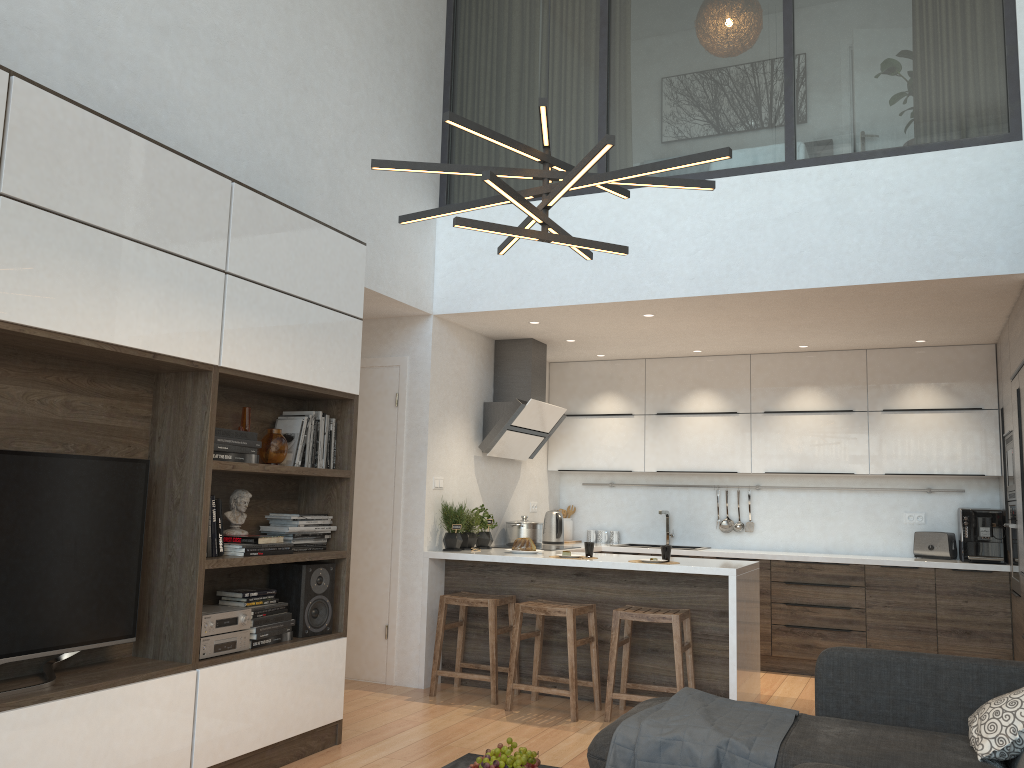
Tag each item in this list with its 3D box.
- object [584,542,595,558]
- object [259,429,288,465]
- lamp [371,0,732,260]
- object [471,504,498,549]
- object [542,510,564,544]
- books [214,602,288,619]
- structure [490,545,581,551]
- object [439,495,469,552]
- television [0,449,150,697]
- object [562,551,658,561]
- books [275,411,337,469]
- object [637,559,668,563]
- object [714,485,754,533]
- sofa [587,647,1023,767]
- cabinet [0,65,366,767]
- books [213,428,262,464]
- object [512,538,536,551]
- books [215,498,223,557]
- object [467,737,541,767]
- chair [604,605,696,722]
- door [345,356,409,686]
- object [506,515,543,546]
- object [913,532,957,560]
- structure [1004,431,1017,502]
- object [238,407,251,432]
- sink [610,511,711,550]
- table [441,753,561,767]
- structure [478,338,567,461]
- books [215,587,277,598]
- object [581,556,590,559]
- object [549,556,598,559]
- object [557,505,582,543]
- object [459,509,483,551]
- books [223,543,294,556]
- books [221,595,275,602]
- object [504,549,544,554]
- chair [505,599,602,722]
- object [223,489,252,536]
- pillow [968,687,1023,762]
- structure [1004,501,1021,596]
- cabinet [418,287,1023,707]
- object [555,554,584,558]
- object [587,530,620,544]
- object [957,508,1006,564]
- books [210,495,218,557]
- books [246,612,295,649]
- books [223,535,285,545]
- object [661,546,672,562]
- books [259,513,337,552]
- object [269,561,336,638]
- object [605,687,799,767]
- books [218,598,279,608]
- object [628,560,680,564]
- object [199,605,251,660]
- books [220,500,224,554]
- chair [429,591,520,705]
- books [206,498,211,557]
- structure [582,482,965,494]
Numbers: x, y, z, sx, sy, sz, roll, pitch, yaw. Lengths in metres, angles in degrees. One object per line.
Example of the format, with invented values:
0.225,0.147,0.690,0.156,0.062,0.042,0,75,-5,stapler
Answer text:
0.481,1.032,5.520,0.066,0.093,0.066,6,-9,-30,object
-1.103,0.294,4.102,0.130,0.171,0.130,5,-8,-26,object
0.150,-2.250,2.991,1.200,3.645,0.831,-4,-9,34,lamp
-0.208,0.998,6.219,0.179,0.311,0.172,-4,-9,35,object
0.337,1.170,7.251,0.179,0.270,0.220,0,-8,12,object
-1.178,1.012,3.987,0.224,0.042,0.277,-1,-8,20,books
0.151,1.208,6.570,0.550,0.006,0.609,-2,-8,24,structure
-0.385,0.916,5.853,0.186,0.367,0.196,-2,-8,24,object
-1.703,0.605,2.898,0.229,0.779,1.220,-2,-8,24,television
0.582,1.034,5.327,0.597,0.039,0.064,-1,-8,21,object
-1.044,0.276,4.374,0.201,0.287,0.332,-2,-8,24,books
0.825,1.039,5.207,0.176,0.014,0.176,-3,-9,29,object
1.810,1.023,7.239,0.320,0.389,0.069,-2,-8,25,object
0.606,0.991,2.113,2.108,0.995,3.169,-2,-8,25,sofa
-1.758,0.245,2.693,0.338,2.494,4.036,-2,-8,24,cabinet
-1.289,0.267,3.801,0.277,0.137,0.343,-1,-8,19,books
0.077,1.061,5.832,0.155,0.101,0.161,-1,-8,20,object
-1.300,0.603,3.742,0.177,0.242,0.066,-2,-8,24,books
-0.040,1.101,2.564,0.256,0.173,0.279,-1,-8,22,object
0.785,1.572,4.975,0.450,0.600,0.350,-1,-8,22,chair
-1.163,0.887,5.993,0.974,2.136,0.085,-2,-8,24,door
0.093,1.116,6.759,0.315,0.223,0.288,5,-8,-24,object
3.108,1.185,6.520,0.260,0.195,0.177,-6,-11,44,object
3.409,0.532,5.603,0.459,0.430,0.595,-2,-8,24,structure
-1.227,0.236,4.042,0.082,0.265,0.081,9,-10,-44,object
1.207,1.287,7.179,0.706,0.518,0.512,-2,-8,24,sink
0.025,1.341,2.493,0.700,0.323,0.700,-2,-8,24,table
0.104,0.068,6.761,0.407,0.998,0.898,-2,-8,24,structure
-1.199,0.942,4.006,0.161,0.023,0.213,-2,-9,28,books
0.447,1.057,5.399,0.025,0.011,0.126,-2,-9,28,object
0.380,1.073,5.486,0.305,0.002,0.305,2,-8,-6,object
0.448,1.204,7.666,0.221,0.316,0.330,-2,-8,24,object
-0.295,0.986,6.043,0.221,0.283,0.211,-4,-9,37,object
-1.169,0.730,3.942,0.250,0.047,0.310,-3,-9,30,books
-1.187,0.960,3.995,0.142,0.015,0.198,-2,-8,23,books
0.081,1.098,5.813,0.261,0.021,0.261,-1,-8,19,object
0.247,1.578,5.131,0.450,0.600,0.350,-3,-9,29,chair
-1.244,0.577,4.003,0.117,0.207,0.116,5,-8,-25,object
1.200,0.929,1.969,0.386,0.364,2.734,-2,-9,28,pillow
3.379,1.028,5.545,0.495,0.570,0.595,-2,-8,24,structure
1.527,0.833,6.107,3.495,2.401,2.401,-2,-8,24,cabinet
0.353,1.060,5.459,0.176,0.014,0.176,0,-8,14,object
0.782,1.315,7.631,0.297,0.105,0.112,-2,-8,26,object
3.320,1.068,6.274,0.274,0.378,0.532,-2,-8,24,object
-1.320,0.593,3.719,0.193,0.255,0.066,-2,-8,24,books
-1.160,1.094,3.973,0.248,0.123,0.307,-1,-8,19,books
-1.190,0.694,3.966,0.266,0.030,0.209,-1,-8,18,books
0.919,1.013,5.289,0.066,0.093,0.066,2,-8,-2,object
-1.049,0.714,4.285,0.224,0.176,0.374,-2,-8,24,books
-1.013,1.032,4.285,0.244,0.331,0.214,-4,-9,34,object
0.712,1.335,3.141,0.548,0.369,0.685,-3,-9,32,object
-1.185,0.979,3.992,0.161,0.023,0.213,-2,-9,28,books
0.840,1.053,5.246,0.304,0.002,0.304,6,-9,-33,object
-1.278,1.025,3.673,0.270,0.174,0.285,-2,-8,24,object
-1.316,0.612,3.785,0.179,0.233,0.077,-2,-8,24,books
-0.218,1.611,5.474,0.450,0.600,0.350,-2,-8,24,chair
-1.321,0.594,3.687,0.169,0.242,0.050,-2,-8,24,books
1.992,0.839,7.192,3.000,0.045,0.050,-2,-8,24,structure
